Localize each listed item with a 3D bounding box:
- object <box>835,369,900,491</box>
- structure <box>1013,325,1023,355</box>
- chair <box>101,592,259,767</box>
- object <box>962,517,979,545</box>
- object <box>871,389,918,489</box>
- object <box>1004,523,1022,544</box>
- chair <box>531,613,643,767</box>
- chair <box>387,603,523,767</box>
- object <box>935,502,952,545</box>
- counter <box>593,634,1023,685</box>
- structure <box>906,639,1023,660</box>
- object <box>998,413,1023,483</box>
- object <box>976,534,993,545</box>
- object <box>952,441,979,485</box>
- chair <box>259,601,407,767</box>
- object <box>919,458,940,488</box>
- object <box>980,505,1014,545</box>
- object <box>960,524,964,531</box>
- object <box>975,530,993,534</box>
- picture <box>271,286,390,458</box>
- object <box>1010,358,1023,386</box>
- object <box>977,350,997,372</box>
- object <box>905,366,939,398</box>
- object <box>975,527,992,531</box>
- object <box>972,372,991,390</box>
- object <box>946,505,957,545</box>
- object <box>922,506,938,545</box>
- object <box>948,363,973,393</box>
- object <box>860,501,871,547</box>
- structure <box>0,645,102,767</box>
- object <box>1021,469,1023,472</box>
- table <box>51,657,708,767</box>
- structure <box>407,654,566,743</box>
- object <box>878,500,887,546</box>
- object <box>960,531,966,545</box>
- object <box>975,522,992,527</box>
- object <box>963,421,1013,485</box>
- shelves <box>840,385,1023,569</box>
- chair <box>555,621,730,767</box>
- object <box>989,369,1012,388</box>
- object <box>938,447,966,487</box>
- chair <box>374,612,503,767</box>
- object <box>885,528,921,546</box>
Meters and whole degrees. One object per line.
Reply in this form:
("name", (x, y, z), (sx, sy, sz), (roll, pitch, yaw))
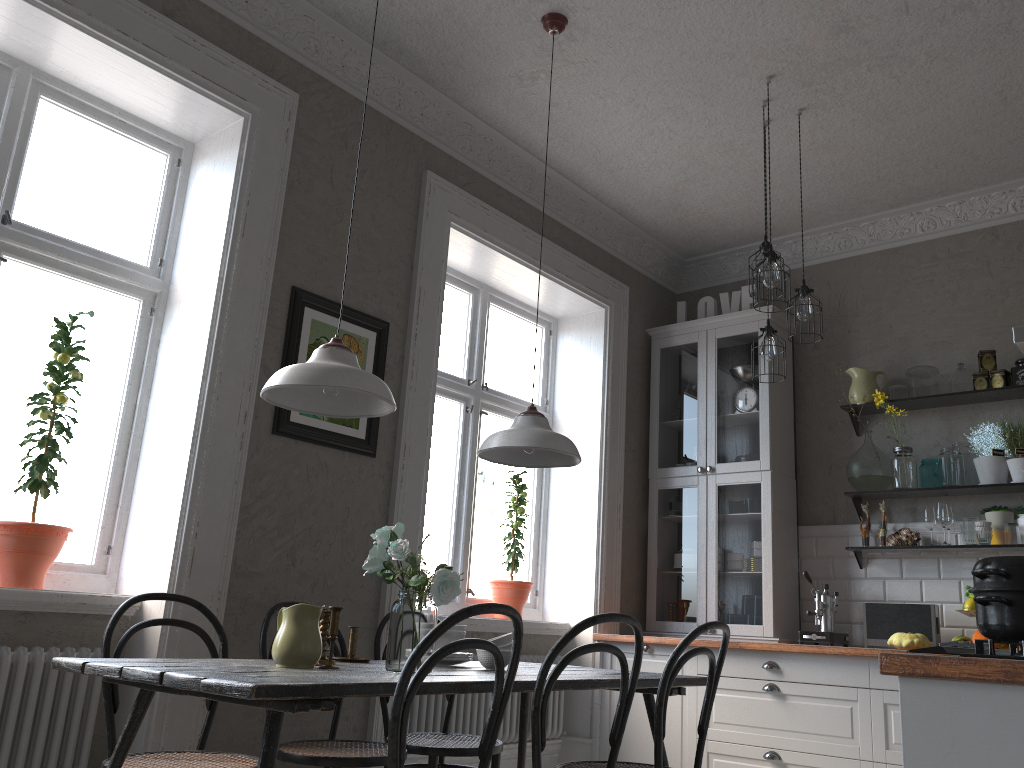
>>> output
("object", (1.951, 0.262, 4.909), (0.332, 0.675, 0.340), (1, -16, 9))
("structure", (1.980, -0.841, 2.785), (0.698, 1.597, 0.726), (-9, -20, 39))
("chair", (-0.973, 1.084, 2.585), (0.447, 0.921, 0.538), (17, -20, -40))
("object", (2.315, 0.748, 4.464), (0.078, 0.139, 0.079), (0, -16, 13))
("object", (2.050, 0.295, 4.752), (0.188, 0.540, 0.286), (-6, -18, 31))
("object", (2.461, 0.741, 4.357), (0.076, 0.108, 0.079), (-7, -18, 32))
("chair", (0.067, 1.090, 2.409), (0.447, 0.921, 0.538), (17, -20, -40))
("chair", (-0.277, 0.962, 2.007), (0.538, 0.921, 0.446), (-8, -19, 36))
("object", (2.206, 0.718, 4.522), (0.080, 0.217, 0.083), (-4, -17, 25))
("counter", (1.118, 0.984, 3.267), (3.097, 0.039, 3.458), (-10, -20, 39))
("structure", (1.085, 0.505, 1.656), (0.486, 0.031, 0.618), (-10, -20, 39))
("object", (2.548, 0.321, 4.443), (0.184, 0.380, 0.169), (3, -15, 1))
("object", (2.336, 0.771, 4.378), (0.076, 0.051, 0.078), (-7, -18, 32))
("object", (2.393, 0.443, 4.692), (0.129, 0.264, 0.134), (-12, -22, 44))
("chair", (-0.614, 1.218, 3.003), (0.538, 0.921, 0.446), (-8, -19, 36))
("object", (2.239, 0.490, 4.724), (0.123, 0.172, 0.128), (-11, -21, 42))
("object", (2.451, 0.716, 4.473), (0.154, 0.217, 0.158), (-2, -16, 19))
("object", (2.342, 0.764, 4.540), (0.079, 0.083, 0.076), (13, -18, -31))
("object", (2.337, 0.754, 4.383), (0.076, 0.051, 0.078), (-7, -18, 32))
("picture", (-0.740, -0.040, 3.713), (0.019, 0.620, 0.531), (-9, -20, 39))
("object", (2.648, -0.042, 4.538), (0.139, 0.174, 0.145), (-9, -20, 39))
("object", (2.481, -0.112, 4.623), (0.081, 0.113, 0.084), (-2, -16, 20))
("object", (2.236, 0.008, 4.820), (0.173, 0.185, 0.170), (6, -16, -10))
("object", (2.338, 0.737, 4.388), (0.078, 0.051, 0.076), (12, -18, -30))
("object", (2.456, 0.003, 4.623), (0.081, 0.113, 0.084), (-9, -20, 39))
("object", (2.262, 0.739, 4.591), (0.080, 0.217, 0.083), (-4, -17, 25))
("object", (2.200, 0.752, 4.647), (0.080, 0.217, 0.083), (-4, -17, 25))
("object", (2.435, -0.008, 4.786), (0.140, 0.220, 0.140), (4, -15, 0))
("object", (1.940, 0.776, 4.862), (0.053, 0.264, 0.062), (1, -16, 11))
("structure", (-1.772, 0.961, 2.521), (0.146, 0.428, 1.247), (-8, -19, 37))
("object", (2.547, 0.445, 4.315), (0.063, 0.071, 0.104), (9, -16, -18))
("table", (-0.267, 1.241, 2.668), (0.886, 0.735, 1.958), (-9, -20, 39))
("structure", (-0.122, 1.570, 4.417), (0.146, 0.428, 1.247), (-8, -19, 37))
("object", (2.009, 0.758, 4.786), (0.062, 0.264, 0.052), (7, -16, -13))
("object", (2.339, 0.796, 4.532), (0.079, 0.083, 0.076), (13, -18, -31))
("object", (2.340, 0.713, 4.394), (0.076, 0.051, 0.078), (-4, -17, 25))
("object", (2.480, 0.362, 4.560), (0.239, 0.354, 0.240), (13, -18, -31))
("shelves", (2.389, 0.509, 4.548), (1.289, 0.924, 0.233), (-9, -20, 38))
("chair", (0.396, 1.204, 2.760), (0.538, 0.921, 0.446), (-8, -19, 36))
("object", (2.520, -0.010, 4.567), (0.084, 0.113, 0.081), (16, -20, -38))
("object", (2.276, 0.437, 4.586), (0.127, 0.206, 0.122), (11, -17, -26))
("chair", (-0.283, 1.332, 3.356), (0.446, 0.921, 0.538), (15, -19, -35))
("object", (2.067, 0.812, 4.685), (0.175, 0.111, 0.097), (-1, -16, 17))
